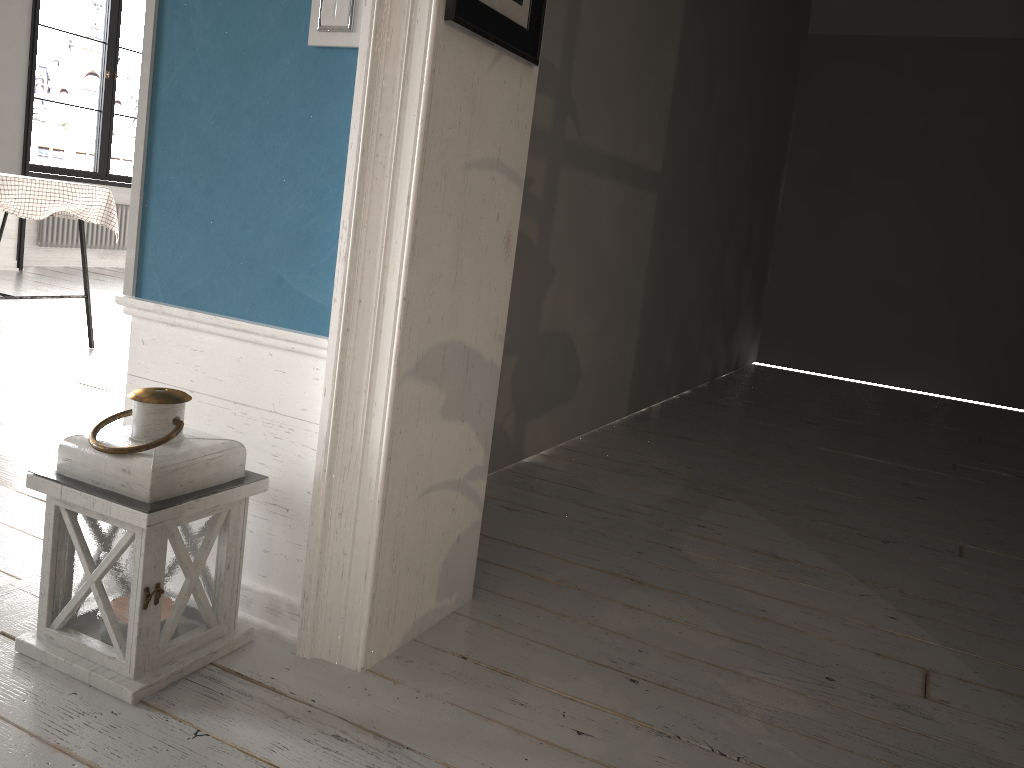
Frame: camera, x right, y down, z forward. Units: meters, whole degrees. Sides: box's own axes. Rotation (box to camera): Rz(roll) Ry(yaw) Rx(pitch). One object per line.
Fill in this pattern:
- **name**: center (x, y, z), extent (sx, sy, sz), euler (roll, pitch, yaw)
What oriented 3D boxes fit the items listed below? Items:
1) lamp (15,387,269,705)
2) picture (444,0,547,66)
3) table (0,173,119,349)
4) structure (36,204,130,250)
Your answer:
- **lamp**: center (-0.652, 0.244, 1.593), extent (0.288, 0.474, 0.288), euler (11, 8, 24)
- **picture**: center (0.874, -0.827, 1.221), extent (1.955, 0.747, 0.360), euler (12, 8, 25)
- **table**: center (-2.995, -0.702, 4.366), extent (2.035, 0.778, 0.935), euler (12, 10, 25)
- **structure**: center (-3.735, -1.435, 8.020), extent (0.149, 0.424, 1.229), euler (10, 10, 23)
